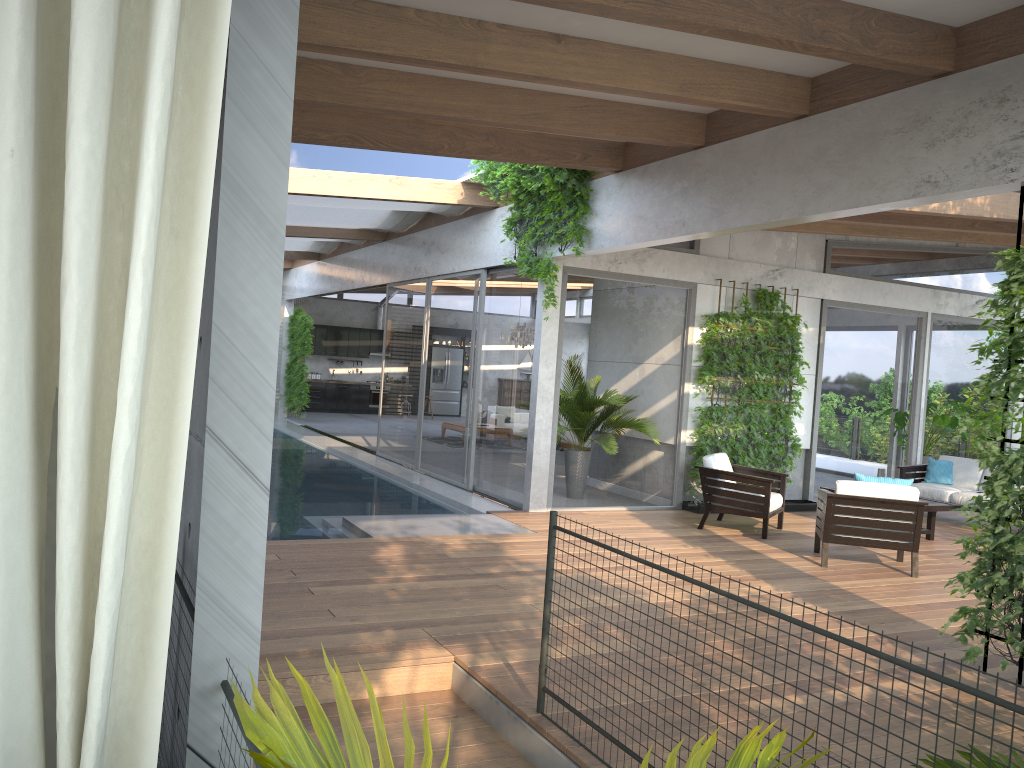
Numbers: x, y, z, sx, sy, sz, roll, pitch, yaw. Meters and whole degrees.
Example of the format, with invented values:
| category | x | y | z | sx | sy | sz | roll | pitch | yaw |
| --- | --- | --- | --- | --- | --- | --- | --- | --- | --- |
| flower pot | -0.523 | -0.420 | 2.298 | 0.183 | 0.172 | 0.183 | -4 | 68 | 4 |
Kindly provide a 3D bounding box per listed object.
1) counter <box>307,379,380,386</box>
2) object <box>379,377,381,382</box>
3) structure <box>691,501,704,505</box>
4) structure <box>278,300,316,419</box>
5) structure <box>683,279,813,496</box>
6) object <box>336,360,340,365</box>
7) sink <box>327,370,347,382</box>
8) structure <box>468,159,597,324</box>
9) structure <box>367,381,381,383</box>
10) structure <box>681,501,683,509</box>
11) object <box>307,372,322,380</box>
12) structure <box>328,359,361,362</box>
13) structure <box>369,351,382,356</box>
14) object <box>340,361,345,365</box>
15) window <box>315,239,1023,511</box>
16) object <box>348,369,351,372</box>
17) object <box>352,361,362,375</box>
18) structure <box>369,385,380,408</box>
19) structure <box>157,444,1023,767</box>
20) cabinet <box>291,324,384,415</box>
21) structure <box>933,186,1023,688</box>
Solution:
| category | x | y | z | sx | sy | sz | roll | pitch | yaw |
| --- | --- | --- | --- | --- | --- | --- | --- | --- | --- |
| counter | -4.538 | -0.049 | 23.692 | 3.805 | 0.061 | 0.607 | 3 | 1 | -27 |
| object | -3.496 | -0.167 | 24.153 | 0.222 | 0.235 | 0.222 | 3 | 2 | -37 |
| structure | 2.496 | 1.405 | 10.460 | 0.928 | 0.044 | 0.231 | 3 | 1 | -27 |
| structure | -5.233 | -0.529 | 16.451 | 2.739 | 2.687 | 10.282 | 4 | 1 | -10 |
| structure | 2.888 | 0.134 | 10.646 | 1.851 | 2.669 | 0.500 | 3 | 1 | -26 |
| object | -4.669 | -0.584 | 23.865 | 0.117 | 0.139 | 0.093 | 3 | 1 | -25 |
| sink | -4.712 | -0.120 | 23.602 | 0.526 | 0.514 | 0.514 | 3 | 1 | -27 |
| structure | 0.162 | -1.651 | 9.177 | 0.918 | 2.054 | 1.822 | 3 | 1 | -30 |
| structure | -3.648 | -0.043 | 24.141 | 0.605 | 0.031 | 0.496 | 3 | 1 | -27 |
| structure | 2.374 | 1.203 | 11.821 | 2.012 | 0.595 | 2.203 | 3 | 1 | -27 |
| object | -5.270 | -0.226 | 23.550 | 0.405 | 0.200 | 0.147 | 3 | 1 | -25 |
| structure | -4.497 | -0.636 | 23.964 | 0.932 | 0.046 | 0.081 | 3 | 1 | -27 |
| structure | -3.643 | -0.831 | 24.222 | 0.599 | 0.104 | 0.368 | 3 | 1 | -27 |
| object | -4.568 | -0.578 | 23.907 | 0.117 | 0.139 | 0.093 | 4 | 1 | -10 |
| window | -0.604 | -0.709 | 17.732 | 14.294 | 3.764 | 23.280 | 3 | 1 | -27 |
| object | -4.391 | -0.475 | 24.015 | 0.071 | 0.325 | 0.066 | 3 | 1 | -27 |
| object | -4.189 | -0.441 | 24.082 | 0.282 | 0.380 | 0.070 | 3 | 1 | -26 |
| structure | -3.664 | 0.329 | 24.131 | 0.587 | 0.588 | 0.584 | 3 | 1 | -27 |
| structure | 6.578 | 1.456 | 11.826 | 15.587 | 3.022 | 31.708 | 4 | 1 | 14 |
| cabinet | -3.587 | -0.428 | 24.173 | 5.901 | 2.502 | 0.709 | 3 | 1 | -28 |
| structure | 2.959 | 0.284 | 4.289 | 0.500 | 2.687 | 1.807 | 3 | 1 | -26 |
